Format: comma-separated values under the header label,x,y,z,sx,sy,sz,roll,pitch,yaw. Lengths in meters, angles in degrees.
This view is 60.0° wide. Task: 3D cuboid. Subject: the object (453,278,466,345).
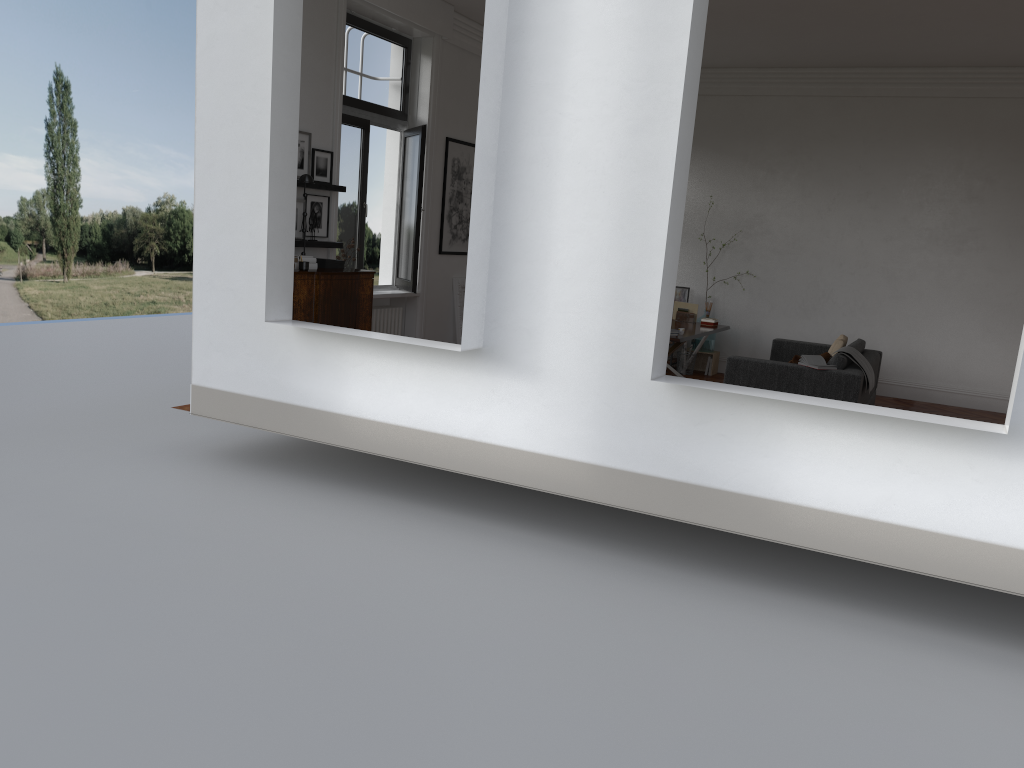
label,x,y,z,sx,sy,sz,roll,pitch,yaw
object,-0.482,-0.796,11.149,0.233,1.066,0.828,10,12,25

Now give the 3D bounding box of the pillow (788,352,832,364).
label,x,y,z,sx,sy,sz,roll,pitch,yaw
pillow,2.854,-0.130,8.671,0.470,0.398,0.329,0,12,-27

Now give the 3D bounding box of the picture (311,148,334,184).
label,x,y,z,sx,sy,sz,roll,pitch,yaw
picture,-1.759,-2.013,8.220,0.020,0.304,0.289,10,12,25

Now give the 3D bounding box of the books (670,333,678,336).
label,x,y,z,sx,sy,sz,roll,pitch,yaw
books,1.502,-0.534,9.191,0.264,0.027,0.346,-3,13,-39

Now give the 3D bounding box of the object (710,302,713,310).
label,x,y,z,sx,sy,sz,roll,pitch,yaw
object,2.410,-0.911,10.762,0.008,0.194,0.049,-5,14,-40

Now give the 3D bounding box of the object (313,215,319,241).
label,x,y,z,sx,sy,sz,roll,pitch,yaw
object,-1.828,-1.456,8.227,0.040,0.263,0.110,10,12,25

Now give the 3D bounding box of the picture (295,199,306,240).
label,x,y,z,sx,sy,sz,roll,pitch,yaw
picture,-1.992,-1.476,7.930,0.020,0.366,0.432,10,11,25

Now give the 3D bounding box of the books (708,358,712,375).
label,x,y,z,sx,sy,sz,roll,pitch,yaw
books,2.672,-0.233,11.883,0.012,0.233,0.169,10,12,25

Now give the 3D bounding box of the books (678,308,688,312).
label,x,y,z,sx,sy,sz,roll,pitch,yaw
books,2.106,-0.857,10.937,0.128,0.158,0.040,10,12,25

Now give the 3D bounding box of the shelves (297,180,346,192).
label,x,y,z,sx,sy,sz,roll,pitch,yaw
shelves,-1.968,-1.757,7.716,0.158,0.055,1.511,9,11,25

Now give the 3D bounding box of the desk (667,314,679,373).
label,x,y,z,sx,sy,sz,roll,pitch,yaw
desk,1.472,-0.667,12.304,1.795,0.761,0.646,9,11,25

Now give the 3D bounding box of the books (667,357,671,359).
label,x,y,z,sx,sy,sz,roll,pitch,yaw
books,2.013,-0.356,11.985,0.195,0.014,0.267,12,12,36

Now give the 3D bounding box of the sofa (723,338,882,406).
label,x,y,z,sx,sy,sz,roll,pitch,yaw
sofa,3.194,-0.055,9.568,1.260,0.832,2.638,10,11,25

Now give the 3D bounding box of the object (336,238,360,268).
label,x,y,z,sx,sy,sz,roll,pitch,yaw
object,-1.709,-1.221,9.031,0.317,0.602,0.539,4,10,-4

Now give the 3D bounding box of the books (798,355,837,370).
label,x,y,z,sx,sy,sz,roll,pitch,yaw
books,2.874,-0.207,8.329,0.225,0.096,0.277,1,11,-22

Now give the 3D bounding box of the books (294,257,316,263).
label,x,y,z,sx,sy,sz,roll,pitch,yaw
books,-1.861,-1.073,7.627,0.254,0.044,0.239,9,11,25

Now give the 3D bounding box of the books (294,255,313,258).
label,x,y,z,sx,sy,sz,roll,pitch,yaw
books,-1.841,-1.097,7.609,0.179,0.014,0.200,9,11,25

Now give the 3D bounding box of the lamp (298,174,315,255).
label,x,y,z,sx,sy,sz,roll,pitch,yaw
lamp,-1.813,-1.417,7.751,0.174,0.806,0.489,3,11,-10

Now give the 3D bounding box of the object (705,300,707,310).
label,x,y,z,sx,sy,sz,roll,pitch,yaw
object,2.361,-0.918,10.778,0.049,0.194,0.008,4,11,-5

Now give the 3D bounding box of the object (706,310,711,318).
label,x,y,z,sx,sy,sz,roll,pitch,yaw
object,2.385,-0.851,10.793,0.058,0.091,0.058,7,11,12

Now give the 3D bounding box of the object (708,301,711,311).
label,x,y,z,sx,sy,sz,roll,pitch,yaw
object,2.401,-0.921,10.804,0.038,0.195,0.008,-4,14,-37

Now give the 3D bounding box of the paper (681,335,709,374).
label,x,y,z,sx,sy,sz,roll,pitch,yaw
paper,2.418,-0.418,11.675,0.330,0.612,0.046,6,11,6

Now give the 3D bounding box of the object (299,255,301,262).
label,x,y,z,sx,sy,sz,roll,pitch,yaw
object,-1.765,-1.017,7.387,0.010,0.140,0.045,9,12,22

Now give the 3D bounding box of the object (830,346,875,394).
label,x,y,z,sx,sy,sz,roll,pitch,yaw
object,3.381,-0.149,8.786,0.399,0.389,0.750,10,11,25

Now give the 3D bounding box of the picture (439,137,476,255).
label,x,y,z,sx,sy,sz,roll,pitch,yaw
picture,-0.598,-2.212,10.605,0.035,1.329,0.880,10,12,25

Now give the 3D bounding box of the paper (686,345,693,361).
label,x,y,z,sx,sy,sz,roll,pitch,yaw
paper,2.347,-0.333,11.836,0.126,0.390,0.026,-5,14,-41

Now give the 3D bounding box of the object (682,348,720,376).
label,x,y,z,sx,sy,sz,roll,pitch,yaw
object,2.549,-0.297,12.034,0.434,0.318,0.340,10,11,25

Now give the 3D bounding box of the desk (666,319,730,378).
label,x,y,z,sx,sy,sz,roll,pitch,yaw
desk,1.691,-0.285,10.132,1.028,0.754,2.221,10,11,25

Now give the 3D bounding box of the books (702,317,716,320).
label,x,y,z,sx,sy,sz,roll,pitch,yaw
books,2.396,-0.795,10.771,0.128,0.008,0.159,10,11,27

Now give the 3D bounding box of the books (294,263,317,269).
label,x,y,z,sx,sy,sz,roll,pitch,yaw
books,-1.861,-1.022,7.633,0.229,0.057,0.294,9,11,25

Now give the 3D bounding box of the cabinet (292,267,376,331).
label,x,y,z,sx,sy,sz,roll,pitch,yaw
cabinet,-1.792,-0.412,7.885,0.639,1.223,1.263,10,11,25

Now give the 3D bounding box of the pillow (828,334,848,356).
label,x,y,z,sx,sy,sz,roll,pitch,yaw
pillow,3.629,-0.323,9.999,0.225,0.462,0.485,10,11,25

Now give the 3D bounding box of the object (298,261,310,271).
label,x,y,z,sx,sy,sz,roll,pitch,yaw
object,-1.741,-0.985,7.413,0.091,0.078,0.091,4,10,-1

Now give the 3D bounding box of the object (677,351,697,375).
label,x,y,z,sx,sy,sz,roll,pitch,yaw
object,2.304,-0.262,11.757,0.261,0.306,0.260,3,11,-10

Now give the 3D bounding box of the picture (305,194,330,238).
label,x,y,z,sx,sy,sz,roll,pitch,yaw
picture,-1.819,-1.564,8.264,0.020,0.386,0.342,10,12,25

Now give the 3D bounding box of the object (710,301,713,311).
label,x,y,z,sx,sy,sz,roll,pitch,yaw
object,2.416,-0.915,10.774,0.036,0.196,0.008,13,14,37

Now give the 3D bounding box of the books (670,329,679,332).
label,x,y,z,sx,sy,sz,roll,pitch,yaw
books,1.520,-0.572,9.185,0.250,0.017,0.343,-3,13,-39

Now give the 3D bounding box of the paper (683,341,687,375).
label,x,y,z,sx,sy,sz,roll,pitch,yaw
paper,2.277,-0.351,11.664,0.073,0.480,0.033,-1,12,-27

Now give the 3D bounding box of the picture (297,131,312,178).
label,x,y,z,sx,sy,sz,roll,pitch,yaw
picture,-1.915,-2.043,7.883,0.020,0.410,0.368,10,12,25

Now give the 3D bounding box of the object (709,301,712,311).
label,x,y,z,sx,sy,sz,roll,pitch,yaw
object,2.411,-0.918,10.798,0.044,0.195,0.008,-3,13,-33

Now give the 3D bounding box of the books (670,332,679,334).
label,x,y,z,sx,sy,sz,roll,pitch,yaw
books,1.518,-0.555,9.189,0.250,0.017,0.343,-3,13,-39

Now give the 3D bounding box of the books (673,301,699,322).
label,x,y,z,sx,sy,sz,roll,pitch,yaw
books,2.146,-0.892,10.959,0.309,0.240,0.043,9,12,25

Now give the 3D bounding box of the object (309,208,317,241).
label,x,y,z,sx,sy,sz,roll,pitch,yaw
object,-1.833,-1.462,8.150,0.040,0.300,0.118,10,12,25

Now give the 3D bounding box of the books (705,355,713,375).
label,x,y,z,sx,sy,sz,roll,pitch,yaw
books,2.648,-0.250,11.900,0.054,0.258,0.187,10,12,26

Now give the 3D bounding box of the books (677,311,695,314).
label,x,y,z,sx,sy,sz,roll,pitch,yaw
books,2.122,-0.823,10.882,0.221,0.125,0.028,9,12,25

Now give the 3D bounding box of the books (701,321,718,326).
label,x,y,z,sx,sy,sz,roll,pitch,yaw
books,2.397,-0.738,10.756,0.159,0.040,0.215,10,11,27

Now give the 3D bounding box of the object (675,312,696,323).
label,x,y,z,sx,sy,sz,roll,pitch,yaw
object,2.153,-0.851,10.926,0.228,0.167,0.149,10,11,25

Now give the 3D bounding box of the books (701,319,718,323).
label,x,y,z,sx,sy,sz,roll,pitch,yaw
books,2.399,-0.773,10.759,0.164,0.029,0.207,9,11,23

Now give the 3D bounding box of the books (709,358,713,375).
label,x,y,z,sx,sy,sz,roll,pitch,yaw
books,2.683,-0.231,11.877,0.012,0.233,0.169,10,12,25

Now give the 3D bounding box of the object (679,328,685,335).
label,x,y,z,sx,sy,sz,roll,pitch,yaw
object,1.767,-0.548,9.274,0.082,0.065,0.064,-5,14,-43

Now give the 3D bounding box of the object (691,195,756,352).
label,x,y,z,sx,sy,sz,roll,pitch,yaw
object,2.831,-1.444,11.803,0.807,2.066,0.352,6,11,6

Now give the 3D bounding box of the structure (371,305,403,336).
label,x,y,z,sx,sy,sz,roll,pitch,yaw
structure,-1.652,-0.430,9.610,0.225,0.781,1.450,10,11,25

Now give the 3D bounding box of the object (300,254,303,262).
label,x,y,z,sx,sy,sz,roll,pitch,yaw
object,-1.745,-1.019,7.370,0.010,0.120,0.050,11,12,28

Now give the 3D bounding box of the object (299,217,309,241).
label,x,y,z,sx,sy,sz,roll,pitch,yaw
object,-1.884,-1.427,8.036,0.040,0.261,0.123,10,12,25

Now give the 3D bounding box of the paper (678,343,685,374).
label,x,y,z,sx,sy,sz,roll,pitch,yaw
paper,2.288,-0.454,11.827,0.047,0.628,0.293,8,11,18

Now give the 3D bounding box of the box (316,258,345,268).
label,x,y,z,sx,sy,sz,roll,pitch,yaw
box,-1.701,-1.107,8.127,0.208,0.087,0.281,9,11,25

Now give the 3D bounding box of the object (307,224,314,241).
label,x,y,z,sx,sy,sz,roll,pitch,yaw
object,-1.833,-1.382,8.095,0.040,0.161,0.066,10,12,25

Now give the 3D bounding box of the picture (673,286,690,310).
label,x,y,z,sx,sy,sz,roll,pitch,yaw
picture,2.278,-1.151,12.150,0.282,0.371,0.022,10,12,25

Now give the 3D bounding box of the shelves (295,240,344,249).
label,x,y,z,sx,sy,sz,roll,pitch,yaw
shelves,-2.011,-1.243,7.815,0.155,0.055,1.511,9,11,25
